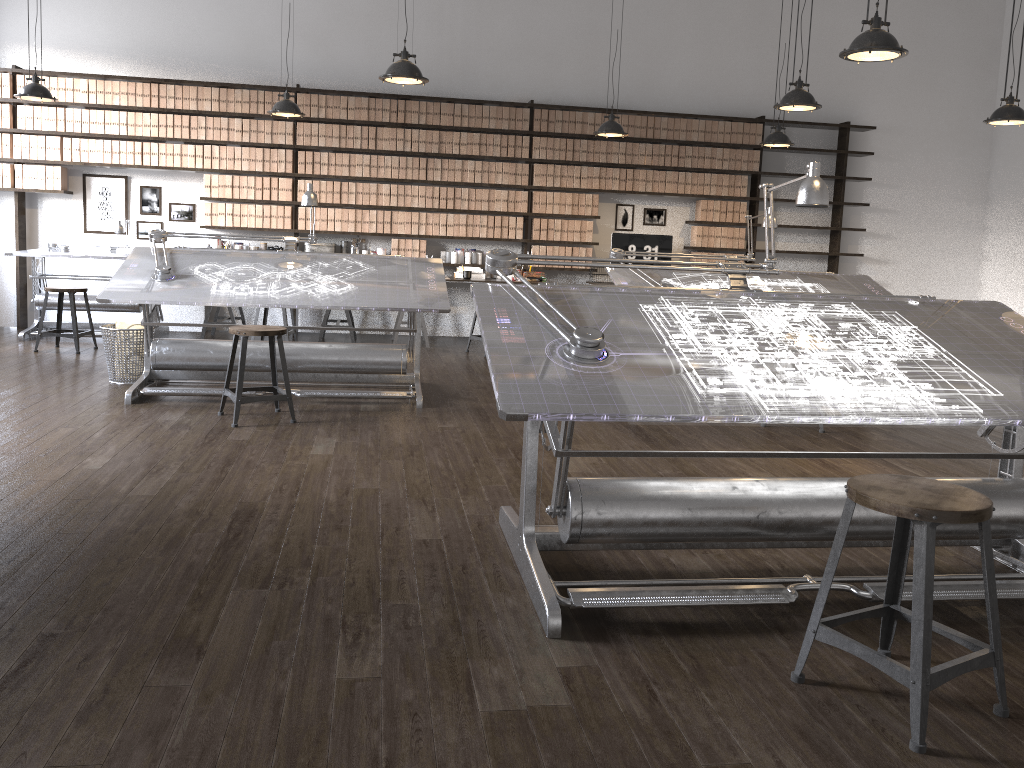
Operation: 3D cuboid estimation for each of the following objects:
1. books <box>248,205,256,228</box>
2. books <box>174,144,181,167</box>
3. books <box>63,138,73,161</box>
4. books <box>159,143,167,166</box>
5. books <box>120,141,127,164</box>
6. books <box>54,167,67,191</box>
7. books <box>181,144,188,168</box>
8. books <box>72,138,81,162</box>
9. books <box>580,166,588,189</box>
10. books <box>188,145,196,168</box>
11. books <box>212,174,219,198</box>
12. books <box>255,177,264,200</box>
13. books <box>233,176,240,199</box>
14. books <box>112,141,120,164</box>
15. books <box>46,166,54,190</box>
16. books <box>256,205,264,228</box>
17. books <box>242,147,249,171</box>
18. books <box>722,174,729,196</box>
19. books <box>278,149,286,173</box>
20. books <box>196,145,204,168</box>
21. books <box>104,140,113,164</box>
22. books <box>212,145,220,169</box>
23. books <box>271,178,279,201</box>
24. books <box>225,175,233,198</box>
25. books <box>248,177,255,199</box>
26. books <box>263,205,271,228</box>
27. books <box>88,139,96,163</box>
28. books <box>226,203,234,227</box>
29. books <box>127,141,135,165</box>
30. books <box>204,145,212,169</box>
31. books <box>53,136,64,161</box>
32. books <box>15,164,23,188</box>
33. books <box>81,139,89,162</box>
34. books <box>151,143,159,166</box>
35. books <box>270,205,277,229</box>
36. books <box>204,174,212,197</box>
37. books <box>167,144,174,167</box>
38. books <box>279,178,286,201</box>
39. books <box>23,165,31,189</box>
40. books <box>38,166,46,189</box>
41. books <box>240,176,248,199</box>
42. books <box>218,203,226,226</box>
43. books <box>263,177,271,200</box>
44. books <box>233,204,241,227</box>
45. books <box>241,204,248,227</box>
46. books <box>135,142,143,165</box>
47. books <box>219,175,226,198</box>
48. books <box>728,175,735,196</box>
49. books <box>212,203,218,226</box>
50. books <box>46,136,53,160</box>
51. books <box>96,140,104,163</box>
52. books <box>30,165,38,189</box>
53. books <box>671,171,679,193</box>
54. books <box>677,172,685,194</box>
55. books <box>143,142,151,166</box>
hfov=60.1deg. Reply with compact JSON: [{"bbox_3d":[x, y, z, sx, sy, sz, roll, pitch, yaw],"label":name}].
[{"bbox_3d":[-2.563,-1.659,8.759,0.066,0.224,0.175,1,8,-9],"label":"books"},{"bbox_3d":[-3.227,-2.204,8.589,0.067,0.224,0.176,1,8,-9],"label":"books"},{"bbox_3d":[-4.210,-2.222,8.440,0.066,0.224,0.176,1,8,-9],"label":"books"},{"bbox_3d":[-3.365,-2.208,8.574,0.066,0.224,0.175,1,8,-9],"label":"books"},{"bbox_3d":[-3.716,-2.214,8.517,0.066,0.224,0.176,1,8,-9],"label":"books"},{"bbox_3d":[-4.311,-1.957,8.458,0.066,0.224,0.176,1,8,-9],"label":"books"},{"bbox_3d":[-3.162,-2.204,8.604,0.066,0.224,0.176,1,8,-9],"label":"books"},{"bbox_3d":[-4.129,-2.220,8.451,0.067,0.224,0.176,1,8,-9],"label":"books"},{"bbox_3d":[0.731,-2.141,9.206,0.066,0.224,0.176,1,8,-9],"label":"books"},{"bbox_3d":[-3.099,-2.202,8.612,0.066,0.224,0.176,1,8,-9],"label":"books"},{"bbox_3d":[-2.893,-1.932,8.676,0.066,0.224,0.176,1,8,-9],"label":"books"},{"bbox_3d":[-2.489,-1.925,8.742,0.066,0.224,0.176,1,8,-9],"label":"books"},{"bbox_3d":[-2.699,-1.929,8.709,0.066,0.224,0.176,1,8,-9],"label":"books"},{"bbox_3d":[-3.778,-2.214,8.503,0.067,0.224,0.176,1,8,-9],"label":"books"},{"bbox_3d":[-4.380,-1.959,8.449,0.066,0.224,0.175,1,8,-9],"label":"books"},{"bbox_3d":[-2.490,-1.657,8.767,0.066,0.224,0.176,1,8,-9],"label":"books"},{"bbox_3d":[-2.600,-2.201,8.689,0.066,0.224,0.176,1,8,-9],"label":"books"},{"bbox_3d":[2.244,-2.114,9.438,0.067,0.224,0.176,1,8,-9],"label":"books"},{"bbox_3d":[-2.265,-2.195,8.740,0.066,0.224,0.175,1,8,-9],"label":"books"},{"bbox_3d":[-3.028,-2.201,8.621,0.067,0.224,0.176,1,8,-9],"label":"books"},{"bbox_3d":[-3.850,-2.215,8.492,0.066,0.224,0.176,1,8,-9],"label":"books"},{"bbox_3d":[-2.879,-2.206,8.646,0.066,0.224,0.175,1,8,-9],"label":"books"},{"bbox_3d":[-2.342,-1.923,8.765,0.066,0.224,0.176,1,8,-9],"label":"books"},{"bbox_3d":[-2.765,-1.929,8.693,0.067,0.224,0.176,1,8,-9],"label":"books"},{"bbox_3d":[-2.558,-1.926,8.727,0.066,0.224,0.175,1,8,-9],"label":"books"},{"bbox_3d":[-2.419,-1.656,8.778,0.067,0.224,0.176,1,8,-9],"label":"books"},{"bbox_3d":[-3.991,-2.219,8.478,0.066,0.224,0.175,1,8,-9],"label":"books"},{"bbox_3d":[-2.769,-1.662,8.725,0.067,0.224,0.176,1,8,-9],"label":"books"},{"bbox_3d":[-3.652,-2.213,8.530,0.066,0.224,0.176,1,8,-9],"label":"books"},{"bbox_3d":[-2.950,-2.206,8.631,0.066,0.224,0.176,1,8,-9],"label":"books"},{"bbox_3d":[-4.297,-2.230,8.422,0.067,0.224,0.176,1,8,-9],"label":"books"},{"bbox_3d":[-4.648,-1.963,8.402,0.067,0.224,0.176,1,8,-9],"label":"books"},{"bbox_3d":[-4.060,-2.220,8.465,0.066,0.224,0.176,1,8,-9],"label":"books"},{"bbox_3d":[-3.434,-2.208,8.559,0.066,0.224,0.175,1,8,-9],"label":"books"},{"bbox_3d":[-2.357,-1.655,8.792,0.066,0.224,0.176,1,8,-9],"label":"books"},{"bbox_3d":[-2.965,-1.933,8.663,0.067,0.224,0.176,1,8,-9],"label":"books"},{"bbox_3d":[-3.294,-2.206,8.585,0.066,0.224,0.176,1,8,-9],"label":"books"},{"bbox_3d":[-2.266,-1.921,8.774,0.066,0.224,0.176,1,8,-9],"label":"books"},{"bbox_3d":[-4.577,-1.962,8.415,0.066,0.224,0.176,1,8,-9],"label":"books"},{"bbox_3d":[-4.448,-1.959,8.432,0.067,0.224,0.176,1,8,-9],"label":"books"},{"bbox_3d":[-2.629,-1.928,8.720,0.066,0.224,0.175,1,8,-9],"label":"books"},{"bbox_3d":[-2.841,-1.664,8.716,0.066,0.224,0.176,1,8,-9],"label":"books"},{"bbox_3d":[-2.414,-1.923,8.748,0.067,0.224,0.176,1,8,-9],"label":"books"},{"bbox_3d":[-2.701,-1.662,8.740,0.066,0.224,0.176,1,8,-9],"label":"books"},{"bbox_3d":[-2.632,-1.661,8.752,0.066,0.224,0.175,1,8,-9],"label":"books"},{"bbox_3d":[-3.578,-2.211,8.536,0.067,0.224,0.176,1,8,-9],"label":"books"},{"bbox_3d":[-2.831,-1.931,8.687,0.066,0.224,0.176,1,8,-9],"label":"books"},{"bbox_3d":[2.310,-2.113,9.454,0.066,0.224,0.176,1,8,-9],"label":"books"},{"bbox_3d":[-2.904,-1.665,8.708,0.066,0.224,0.176,1,8,-9],"label":"books"},{"bbox_3d":[-4.361,-2.232,8.417,0.066,0.224,0.176,1,8,-9],"label":"books"},{"bbox_3d":[-3.922,-2.217,8.485,0.066,0.224,0.175,1,8,-9],"label":"books"},{"bbox_3d":[-4.515,-1.961,8.426,0.066,0.224,0.176,1,8,-9],"label":"books"},{"bbox_3d":[1.694,-2.123,9.352,0.067,0.224,0.176,1,8,-9],"label":"books"},{"bbox_3d":[1.766,-2.122,9.363,0.066,0.224,0.176,1,8,-9],"label":"books"},{"bbox_3d":[-3.505,-2.210,8.553,0.066,0.224,0.176,1,8,-9],"label":"books"}]
